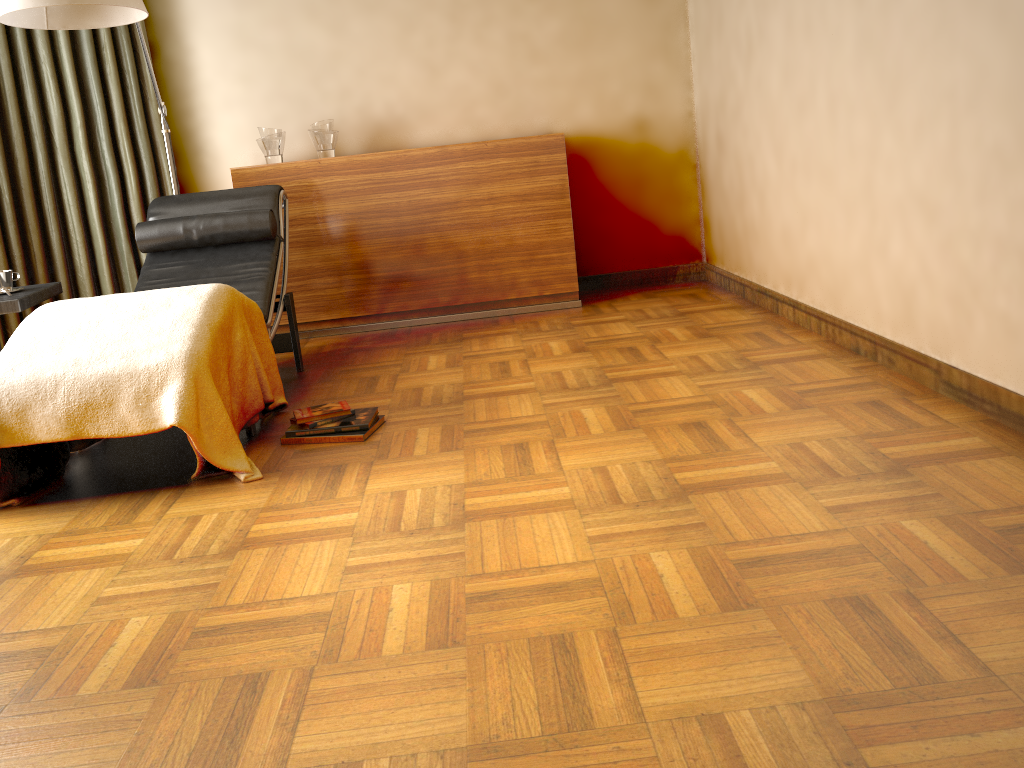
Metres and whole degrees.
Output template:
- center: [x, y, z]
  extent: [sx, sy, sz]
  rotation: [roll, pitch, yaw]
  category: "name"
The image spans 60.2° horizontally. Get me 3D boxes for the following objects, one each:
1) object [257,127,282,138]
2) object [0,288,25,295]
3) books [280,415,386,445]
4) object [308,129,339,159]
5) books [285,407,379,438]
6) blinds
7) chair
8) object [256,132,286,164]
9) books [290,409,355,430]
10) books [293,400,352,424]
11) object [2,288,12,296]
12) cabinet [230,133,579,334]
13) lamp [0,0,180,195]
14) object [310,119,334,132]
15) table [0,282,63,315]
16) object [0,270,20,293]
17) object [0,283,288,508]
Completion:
- center: [-1.232, -1.245, 4.525]
  extent: [0.123, 0.147, 0.124]
  rotation: [-10, 13, -20]
  category: "object"
- center: [-1.846, -0.331, 3.194]
  extent: [0.150, 0.009, 0.153]
  rotation: [-5, 15, 3]
  category: "object"
- center: [-0.573, 0.147, 2.845]
  extent: [0.280, 0.022, 0.204]
  rotation: [-3, 15, 12]
  category: "books"
- center: [-0.962, -1.239, 4.541]
  extent: [0.156, 0.152, 0.158]
  rotation: [-9, 13, -11]
  category: "object"
- center: [-0.578, 0.123, 2.859]
  extent: [0.264, 0.020, 0.192]
  rotation: [-6, 15, 2]
  category: "books"
- center: [-2.335, -1.228, 4.014]
  extent: [0.225, 2.414, 1.553]
  rotation: [3, 14, 42]
  category: "blinds"
- center: [-1.232, -0.293, 3.278]
  extent: [0.636, 0.784, 1.820]
  rotation: [-7, 14, -2]
  category: "chair"
- center: [-1.228, -1.208, 4.531]
  extent: [0.156, 0.152, 0.158]
  rotation: [6, 17, 44]
  category: "object"
- center: [-0.615, 0.106, 2.864]
  extent: [0.175, 0.017, 0.124]
  rotation: [-19, 19, -41]
  category: "books"
- center: [-0.614, 0.090, 2.854]
  extent: [0.173, 0.017, 0.125]
  rotation: [-11, 15, -17]
  category: "books"
- center: [-1.781, -0.324, 3.116]
  extent: [0.029, 0.019, 0.124]
  rotation: [-14, 17, -32]
  category: "object"
- center: [-0.535, -0.803, 4.685]
  extent: [1.674, 0.849, 0.422]
  rotation: [-7, 11, -2]
  category: "cabinet"
- center: [-1.384, -0.877, 3.461]
  extent: [0.451, 1.936, 1.439]
  rotation: [-6, 12, 2]
  category: "lamp"
- center: [-0.966, -1.276, 4.535]
  extent: [0.123, 0.147, 0.124]
  rotation: [-11, 13, -22]
  category: "object"
- center: [-1.951, -0.280, 3.150]
  extent: [0.519, 0.044, 0.507]
  rotation: [-9, 15, -10]
  category: "table"
- center: [-1.850, -0.367, 3.194]
  extent: [0.098, 0.077, 0.112]
  rotation: [-6, 13, -1]
  category: "object"
- center: [-1.202, -0.014, 2.782]
  extent: [0.917, 0.512, 0.925]
  rotation: [-7, 13, -2]
  category: "object"
